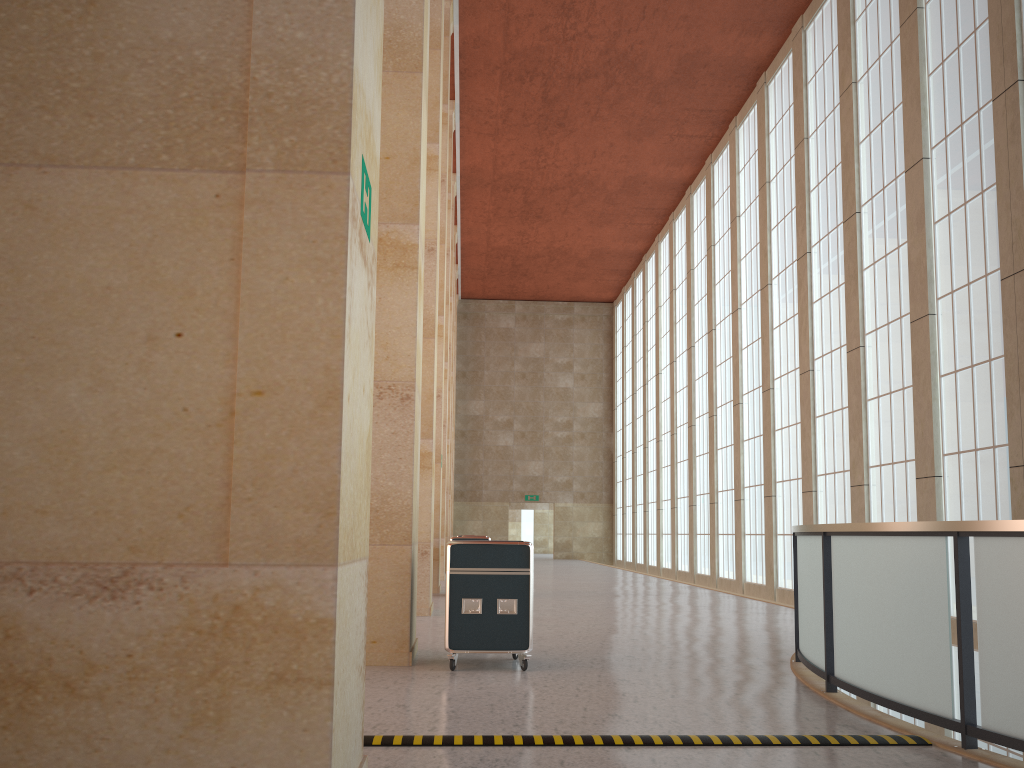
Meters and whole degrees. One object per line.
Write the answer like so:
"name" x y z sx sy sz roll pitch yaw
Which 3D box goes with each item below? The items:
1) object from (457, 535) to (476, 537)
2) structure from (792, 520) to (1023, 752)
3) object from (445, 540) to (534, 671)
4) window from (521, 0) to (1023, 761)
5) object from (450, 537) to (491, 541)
"object" -2.566 9.285 49.869 1.055 1.531 1.282 1 -7 -3
"structure" 5.878 2.172 7.933 5.247 1.782 13.180 3 -10 -13
"object" -0.300 2.742 11.119 1.055 1.531 1.282 1 -7 -3
"window" 6.058 11.016 73.415 0.010 28.427 166.258 1 -10 -3
"object" -1.113 4.823 23.450 1.055 1.531 1.282 1 -7 -3
